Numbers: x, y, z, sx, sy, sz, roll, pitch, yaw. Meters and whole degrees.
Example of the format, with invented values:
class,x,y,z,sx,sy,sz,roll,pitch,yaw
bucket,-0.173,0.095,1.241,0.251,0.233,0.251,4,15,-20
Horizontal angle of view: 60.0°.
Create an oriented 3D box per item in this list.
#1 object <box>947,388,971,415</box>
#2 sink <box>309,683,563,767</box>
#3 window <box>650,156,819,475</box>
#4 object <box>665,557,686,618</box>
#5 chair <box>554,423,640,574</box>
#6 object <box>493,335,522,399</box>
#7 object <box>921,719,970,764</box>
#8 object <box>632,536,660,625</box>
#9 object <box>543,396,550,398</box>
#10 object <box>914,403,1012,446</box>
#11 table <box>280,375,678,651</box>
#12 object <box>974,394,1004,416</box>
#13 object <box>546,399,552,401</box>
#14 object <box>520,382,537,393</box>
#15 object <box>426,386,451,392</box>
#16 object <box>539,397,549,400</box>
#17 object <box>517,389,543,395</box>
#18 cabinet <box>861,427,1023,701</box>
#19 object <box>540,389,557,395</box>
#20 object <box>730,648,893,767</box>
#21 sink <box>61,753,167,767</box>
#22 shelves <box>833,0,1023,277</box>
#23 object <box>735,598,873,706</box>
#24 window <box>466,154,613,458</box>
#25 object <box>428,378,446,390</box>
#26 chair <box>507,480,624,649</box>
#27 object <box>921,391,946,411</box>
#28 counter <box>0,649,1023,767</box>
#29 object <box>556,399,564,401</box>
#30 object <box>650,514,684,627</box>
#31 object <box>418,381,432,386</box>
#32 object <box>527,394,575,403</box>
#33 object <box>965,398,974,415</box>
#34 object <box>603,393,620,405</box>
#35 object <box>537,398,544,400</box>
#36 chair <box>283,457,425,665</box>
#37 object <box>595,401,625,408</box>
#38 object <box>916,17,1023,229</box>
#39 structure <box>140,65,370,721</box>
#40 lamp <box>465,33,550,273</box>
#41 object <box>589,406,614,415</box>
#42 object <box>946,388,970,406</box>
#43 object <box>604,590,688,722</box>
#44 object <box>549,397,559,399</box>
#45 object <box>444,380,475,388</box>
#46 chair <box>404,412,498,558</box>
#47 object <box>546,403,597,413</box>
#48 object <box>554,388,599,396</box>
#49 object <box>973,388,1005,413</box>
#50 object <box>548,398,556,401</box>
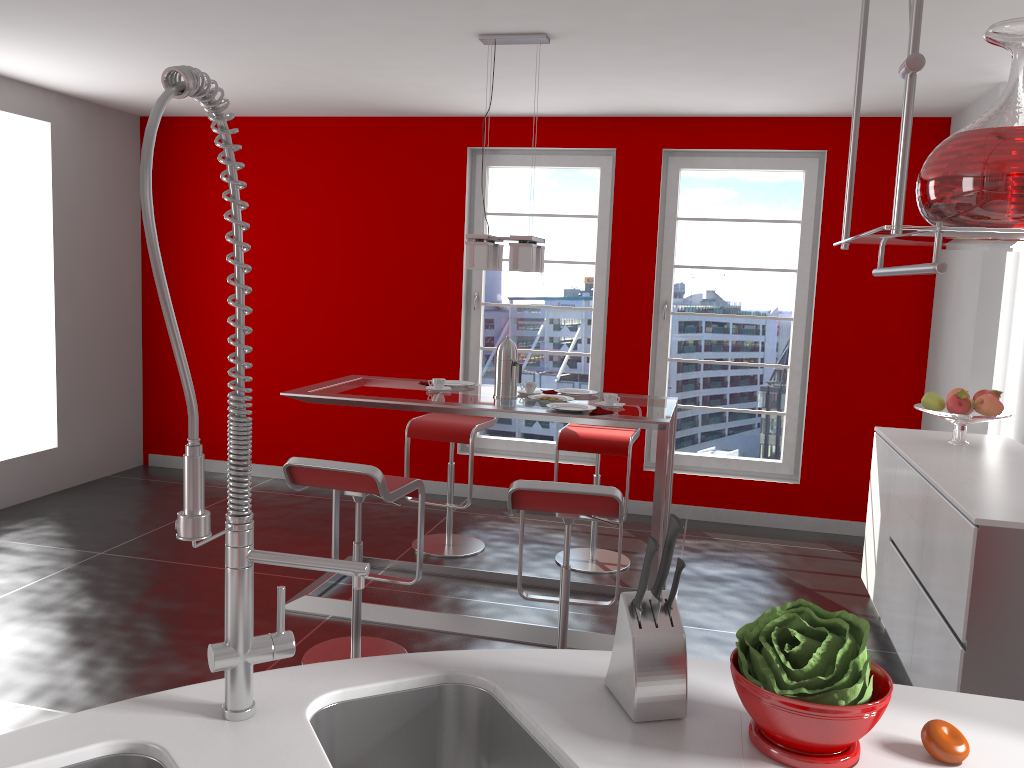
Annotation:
class,x,y,z,sx,sy,sz,roll,pitch,yaw
object,1.981,0.077,3.943,0.097,0.133,0.117,3,7,2
sink,-0.114,0.624,1.303,0.326,0.172,0.428,-1,8,-26
window,1.435,-0.443,5.807,0.938,2.038,0.117,4,7,13
object,0.250,0.364,1.410,0.009,0.197,0.091,0,7,-16
chair,0.470,0.558,4.895,0.418,0.857,0.460,4,7,15
object,-0.009,-0.080,4.055,0.149,0.287,0.113,5,7,21
object,0.635,0.525,1.301,0.064,0.048,0.063,1,7,-9
object,0.197,0.366,1.397,0.012,0.279,0.130,0,7,-16
object,0.155,0.061,4.044,0.034,0.006,0.036,6,8,25
object,2.035,0.194,4.028,0.398,0.159,0.398,-1,8,-27
table,-0.128,0.548,4.180,1.700,1.000,0.800,4,7,13
object,2.106,0.094,3.905,0.121,0.101,0.097,1,7,-8
object,0.169,0.072,4.007,0.036,0.006,0.034,6,8,30
object,0.081,0.017,4.218,0.062,0.049,0.078,-3,9,-37
object,-0.348,0.025,4.207,0.119,0.016,0.119,2,7,-7
object,0.146,0.065,4.004,0.036,0.006,0.034,8,9,36
object,0.085,0.042,4.214,0.119,0.016,0.119,4,7,10
cabinet,1.896,0.768,3.565,0.610,0.880,1.802,4,7,13
object,0.176,0.034,4.316,0.095,0.012,0.234,4,7,11
object,0.437,0.480,1.317,0.229,0.118,0.228,0,7,-16
sink,-0.527,0.639,1.045,0.326,0.172,0.428,-3,9,-38
shelves,0.939,-0.627,1.049,0.934,1.023,0.462,4,7,13
object,0.429,0.426,1.312,0.198,0.182,0.193,5,7,18
window,0.170,-0.531,6.093,0.938,2.038,0.117,4,7,13
object,-0.353,0.000,4.208,0.078,0.049,0.062,7,9,35
chair,0.196,0.742,3.296,0.418,0.857,0.460,3,7,8
object,1.933,0.080,4.063,0.083,0.086,0.100,-1,8,-28
counter,0.107,1.026,0.844,2.865,0.880,1.868,-4,10,-43
object,0.214,0.074,4.006,0.036,0.006,0.034,2,7,-3
object,0.227,0.352,1.393,0.014,0.322,0.150,0,7,-16
object,-0.425,-0.006,4.445,0.095,0.012,0.234,4,7,11
object,0.176,0.069,4.016,0.217,0.015,0.217,-3,9,-40
object,2.059,0.103,4.037,0.086,0.079,0.084,8,9,41
object,0.440,0.070,3.911,0.078,0.049,0.062,4,7,12
object,0.129,0.069,4.014,0.034,0.006,0.036,7,8,34
chair,-0.616,0.685,3.485,0.418,0.857,0.460,5,7,17
object,0.432,0.093,3.916,0.119,0.016,0.119,7,8,32
object,0.640,-0.320,1.134,0.213,0.266,0.213,8,9,41
structure,-0.366,0.052,1.232,0.308,0.920,0.178,-2,8,-33
lamp,-0.010,-1.022,3.974,0.304,1.025,0.304,4,7,13
object,0.384,0.115,3.730,0.095,0.012,0.234,4,7,13
object,2.069,0.071,4.119,0.096,0.105,0.117,9,9,41
object,0.218,0.424,1.429,0.091,0.178,0.137,1,7,-14
object,0.189,0.065,4.021,0.034,0.006,0.036,-3,9,-40
object,-0.291,0.001,4.412,0.217,0.015,0.217,8,9,36
chair,-0.339,0.504,5.058,0.418,0.857,0.460,5,7,20
object,0.251,0.103,3.767,0.217,0.015,0.217,-4,9,-40
object,0.310,0.042,4.282,0.217,0.015,0.217,1,7,-11
object,2.147,0.073,4.025,0.150,0.129,0.117,-2,8,-30
object,0.180,0.069,3.980,0.034,0.006,0.036,3,7,1
